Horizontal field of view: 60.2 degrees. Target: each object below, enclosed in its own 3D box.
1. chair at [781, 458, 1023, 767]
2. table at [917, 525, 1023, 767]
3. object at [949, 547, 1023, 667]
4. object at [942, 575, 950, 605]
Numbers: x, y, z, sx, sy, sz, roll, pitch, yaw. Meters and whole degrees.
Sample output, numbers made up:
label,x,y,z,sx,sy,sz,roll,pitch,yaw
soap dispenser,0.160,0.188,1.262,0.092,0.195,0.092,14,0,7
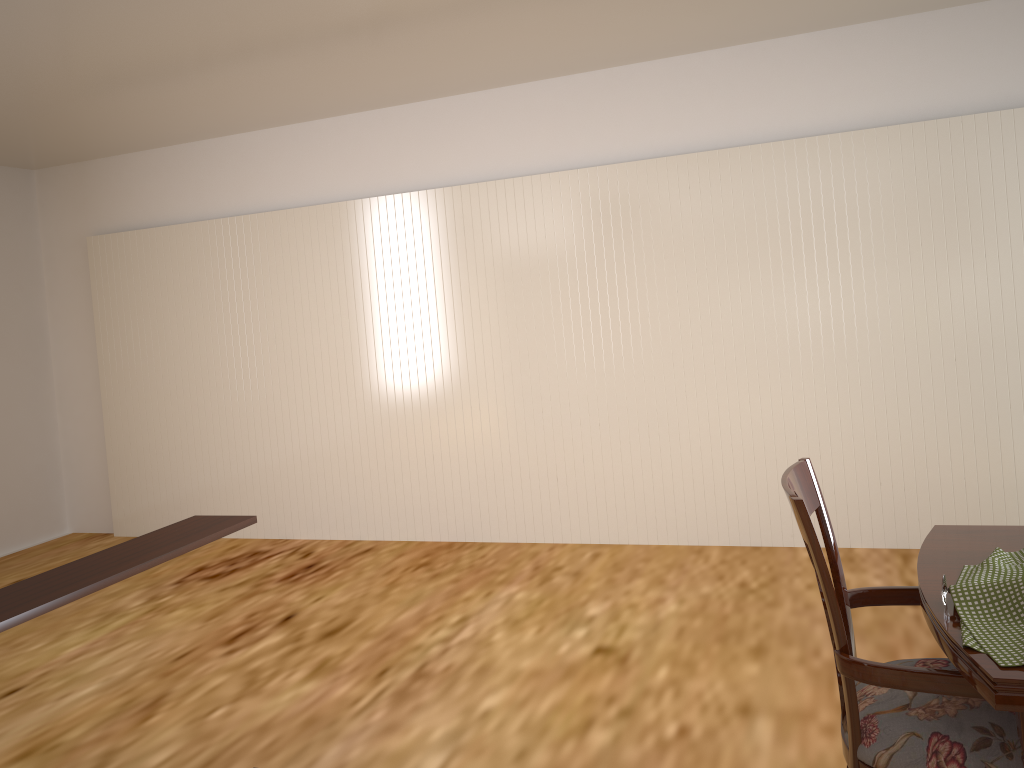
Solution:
label,x,y,z,sx,sy,sz,roll,pitch,yaw
chair,0.724,0.524,1.492,0.458,0.744,0.406,-4,2,21
table,1.497,0.574,1.209,1.674,0.557,0.739,-3,4,20
object,0.777,0.314,1.382,0.166,0.056,0.531,-2,6,34
object,0.741,0.323,1.353,0.146,0.046,0.047,-2,4,34
